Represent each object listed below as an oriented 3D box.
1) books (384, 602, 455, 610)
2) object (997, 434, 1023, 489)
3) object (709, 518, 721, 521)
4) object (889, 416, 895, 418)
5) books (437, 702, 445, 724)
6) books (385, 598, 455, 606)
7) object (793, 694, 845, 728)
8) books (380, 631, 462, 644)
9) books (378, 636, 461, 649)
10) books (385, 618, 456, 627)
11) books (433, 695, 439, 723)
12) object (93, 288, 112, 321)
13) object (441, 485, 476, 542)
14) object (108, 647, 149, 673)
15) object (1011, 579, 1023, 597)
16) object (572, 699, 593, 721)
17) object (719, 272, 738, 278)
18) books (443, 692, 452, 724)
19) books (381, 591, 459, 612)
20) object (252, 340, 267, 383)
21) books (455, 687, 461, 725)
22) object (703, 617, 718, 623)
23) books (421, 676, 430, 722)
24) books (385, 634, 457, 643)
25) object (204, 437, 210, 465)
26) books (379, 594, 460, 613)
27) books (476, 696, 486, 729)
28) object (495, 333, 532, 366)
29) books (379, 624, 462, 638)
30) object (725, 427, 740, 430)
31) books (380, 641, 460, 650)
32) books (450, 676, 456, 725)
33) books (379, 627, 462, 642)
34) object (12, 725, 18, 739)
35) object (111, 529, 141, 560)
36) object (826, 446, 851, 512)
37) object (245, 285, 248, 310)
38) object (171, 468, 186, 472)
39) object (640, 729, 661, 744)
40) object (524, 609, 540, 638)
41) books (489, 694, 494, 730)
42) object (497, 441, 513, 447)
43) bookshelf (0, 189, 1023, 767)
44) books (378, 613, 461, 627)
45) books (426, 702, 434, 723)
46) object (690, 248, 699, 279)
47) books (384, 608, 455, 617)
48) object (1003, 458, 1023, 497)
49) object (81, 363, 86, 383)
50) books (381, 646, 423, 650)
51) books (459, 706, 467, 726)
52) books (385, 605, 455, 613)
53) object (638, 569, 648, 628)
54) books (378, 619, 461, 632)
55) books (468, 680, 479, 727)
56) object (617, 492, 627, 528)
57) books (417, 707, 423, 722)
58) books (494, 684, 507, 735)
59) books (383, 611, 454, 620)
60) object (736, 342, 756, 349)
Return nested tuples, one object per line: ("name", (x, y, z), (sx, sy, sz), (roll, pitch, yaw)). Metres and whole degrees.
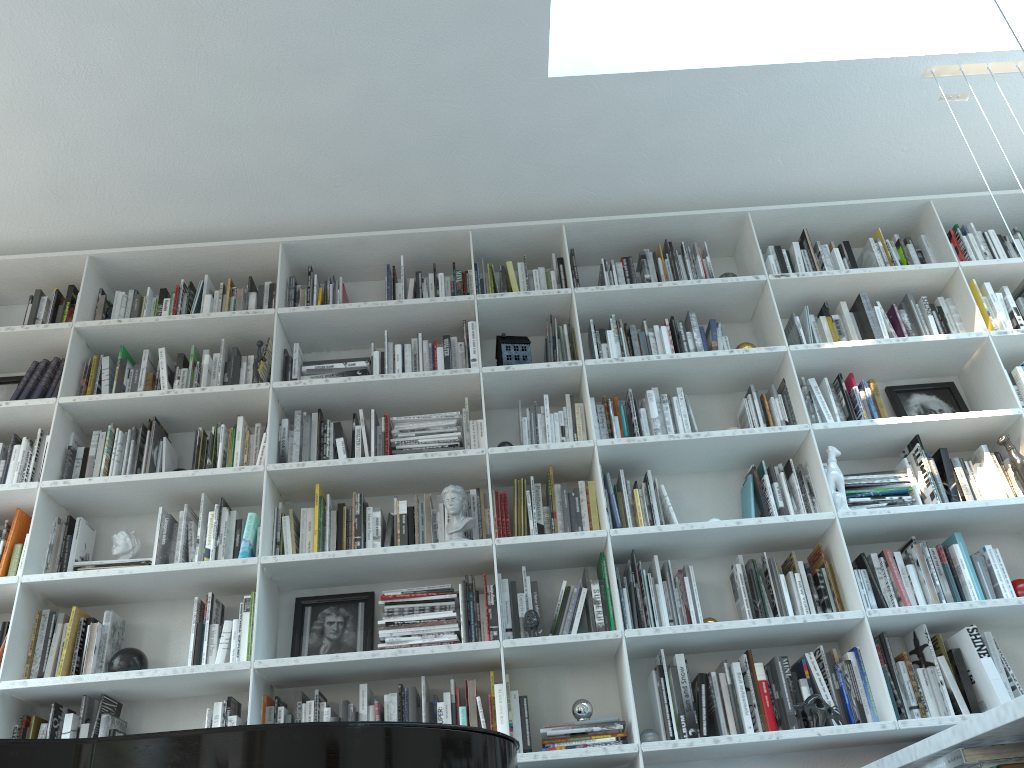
("books", (-0.338, 0.843, 3.281), (0.254, 0.012, 0.161), (-3, -31, -5))
("object", (1.957, 0.326, 3.407), (0.087, 0.286, 0.075), (-24, -35, 27))
("object", (0.777, 0.550, 3.390), (0.072, 0.072, 0.072), (21, -40, -36))
("object", (1.564, 0.179, 3.629), (0.092, 0.092, 0.092), (21, -40, -36))
("books", (-0.236, 1.216, 3.045), (0.023, 0.203, 0.168), (-4, -31, -2))
("books", (-0.339, 0.832, 3.286), (0.254, 0.012, 0.161), (-2, -31, -6))
("object", (1.014, 1.083, 2.931), (0.160, 0.113, 0.065), (2, -32, -13))
("books", (-0.330, 0.940, 3.232), (0.285, 0.012, 0.160), (-4, -31, -2))
("books", (-0.328, 0.953, 3.210), (0.285, 0.012, 0.160), (-7, -31, 2))
("books", (-0.333, 0.893, 3.246), (0.254, 0.012, 0.161), (-2, -31, -6))
("books", (-0.255, 1.211, 3.062), (0.014, 0.234, 0.155), (-4, -31, -2))
("object", (-1.826, -0.266, 3.962), (0.012, 0.283, 0.160), (-4, -31, -2))
("object", (-0.208, 0.505, 3.323), (0.137, 0.242, 0.138), (16, -37, -31))
("object", (-1.370, 1.010, 3.165), (0.134, 0.134, 0.134), (21, -40, -36))
("object", (1.884, 0.778, 3.272), (0.115, 0.116, 0.115), (8, -34, -21))
("object", (0.238, 1.105, 3.003), (0.072, 0.072, 0.072), (21, -40, -36))
("object", (0.960, -0.442, 3.934), (0.104, 0.104, 0.104), (21, -40, -36))
("books", (-0.214, 1.202, 3.053), (0.023, 0.233, 0.175), (-4, -31, -2))
("books", (-0.341, 0.810, 3.295), (0.285, 0.012, 0.160), (-2, -31, -6))
("object", (-1.040, -0.071, 3.670), (0.075, 0.253, 0.076), (7, -33, -20))
("books", (-0.182, 1.200, 3.076), (0.014, 0.254, 0.146), (-4, -31, -2))
("object", (0.721, 0.887, 3.229), (0.072, 0.072, 0.072), (21, -40, -36))
("books", (-0.295, 1.183, 3.069), (0.012, 0.295, 0.178), (-4, -31, -2))
("books", (-0.329, 0.943, 3.216), (0.254, 0.012, 0.161), (-2, -31, -6))
("object", (-1.223, 0.347, 3.599), (0.010, 0.224, 0.143), (-4, -31, -2))
("books", (-0.340, 0.824, 3.296), (0.285, 0.012, 0.160), (-5, -31, 0))
("books", (-0.092, 1.200, 3.048), (0.042, 0.211, 0.170), (-4, -31, -2))
("object", (0.008, -0.110, 3.765), (0.135, 0.247, 0.136), (1, -32, -11))
("books", (-0.332, 0.917, 3.240), (0.285, 0.012, 0.160), (-5, -31, 0))
("object", (0.908, 0.232, 3.633), (0.112, 0.112, 0.112), (8, -34, -21))
("books", (-0.327, 0.968, 3.212), (0.285, 0.012, 0.160), (-4, -31, -3))
("books", (-0.197, 1.181, 3.079), (0.014, 0.292, 0.138), (-4, -31, -2))
("books", (-0.331, 0.928, 3.236), (0.285, 0.012, 0.160), (-5, -31, -1))
("object", (-1.676, 1.308, 3.018), (0.012, 0.252, 0.161), (-4, -31, -2))
("object", (-1.489, 0.633, 3.416), (0.095, 0.156, 0.122), (-11, -31, 10))
("object", (1.228, 0.368, 3.363), (0.087, 0.286, 0.075), (-24, -35, 27))
("object", (-1.172, -0.298, 3.975), (0.010, 0.245, 0.158), (-4, -31, -2))
("object", (-1.318, 0.383, 3.519), (0.097, 0.097, 0.097), (21, -40, -36))
("object", (0.471, 1.216, 3.028), (0.072, 0.072, 0.072), (21, -40, -36))
("object", (0.071, 0.842, 3.092), (0.054, 0.113, 0.080), (-3, -31, -3))
("books", (-0.066, 1.197, 3.052), (0.011, 0.215, 0.167), (-4, -31, -2))
("object", (-0.026, 0.263, 3.509), (0.072, 0.072, 0.072), (21, -40, -36))
("bookshelf", (-0.269, 0.730, 3.278), (6.296, 3.125, 0.332), (-4, -31, -2))
("books", (-0.334, 0.882, 3.252), (0.285, 0.012, 0.160), (-7, -31, 2))
("books", (-0.273, 1.218, 3.045), (0.024, 0.206, 0.184), (-4, -31, -2))
("object", (0.839, -0.465, 4.063), (0.006, 0.296, 0.130), (-4, -31, -2))
("books", (-0.336, 0.864, 3.269), (0.254, 0.012, 0.161), (-3, -31, -5))
("object", (1.962, 0.428, 3.507), (0.022, 0.210, 0.180), (-4, -31, -2))
("object", (-1.795, 0.059, 3.766), (0.012, 0.252, 0.161), (-4, -31, -2))
("books", (-0.326, 0.974, 3.197), (0.285, 0.012, 0.160), (-2, -31, -6))
("books", (-0.161, 1.217, 3.038), (0.023, 0.182, 0.170), (-4, -31, -2))
("books", (-0.337, 0.853, 3.273), (0.254, 0.012, 0.161), (-2, -31, -6))
("object", (0.481, 0.839, 3.299), (0.007, 0.264, 0.135), (-4, -31, -2))
("books", (-0.333, 0.903, 3.240), (0.285, 0.012, 0.160), (-7, -31, 2))
("books", (-0.129, 1.183, 3.072), (0.026, 0.270, 0.176), (-4, -31, -2))
("object", (0.426, 0.545, 3.456), (0.013, 0.207, 0.140), (-4, -31, -2))
("books", (-0.308, 1.229, 3.053), (0.021, 0.201, 0.129), (-4, -31, -2))
("books", (-0.035, 1.179, 3.056), (0.033, 0.245, 0.177), (-4, -31, -2))
("books", (-0.335, 0.875, 3.262), (0.254, 0.012, 0.161), (-6, -31, 0))
("object", (0.991, -0.126, 3.751), (0.100, 0.101, 0.101), (8, -34, -21))
